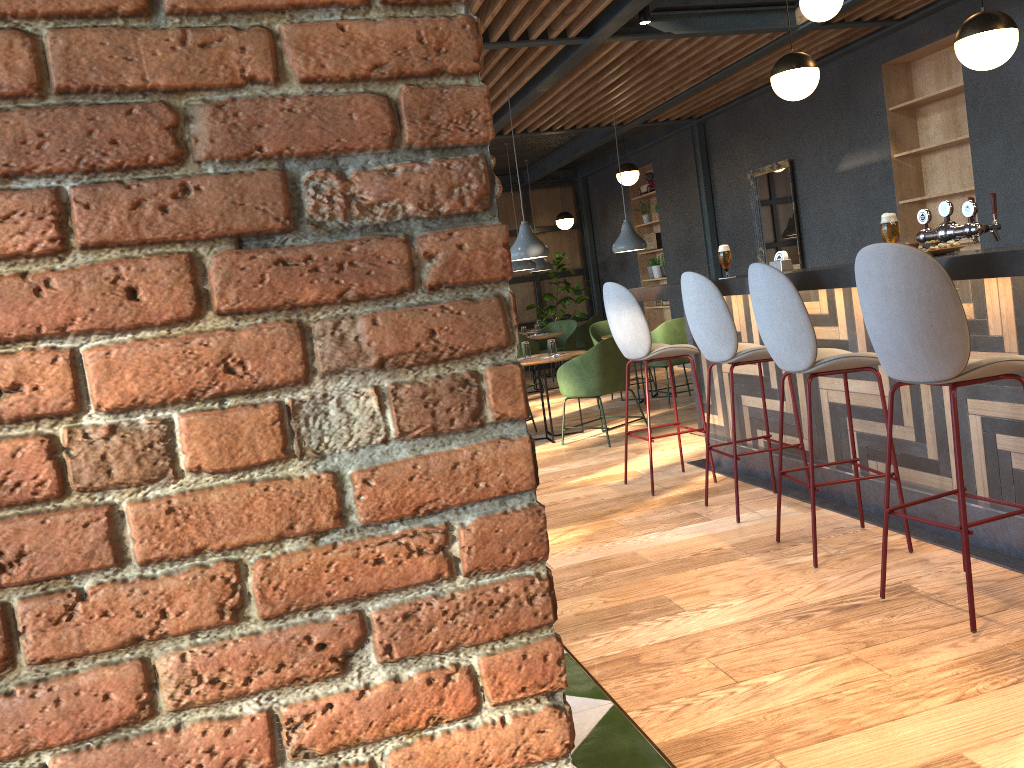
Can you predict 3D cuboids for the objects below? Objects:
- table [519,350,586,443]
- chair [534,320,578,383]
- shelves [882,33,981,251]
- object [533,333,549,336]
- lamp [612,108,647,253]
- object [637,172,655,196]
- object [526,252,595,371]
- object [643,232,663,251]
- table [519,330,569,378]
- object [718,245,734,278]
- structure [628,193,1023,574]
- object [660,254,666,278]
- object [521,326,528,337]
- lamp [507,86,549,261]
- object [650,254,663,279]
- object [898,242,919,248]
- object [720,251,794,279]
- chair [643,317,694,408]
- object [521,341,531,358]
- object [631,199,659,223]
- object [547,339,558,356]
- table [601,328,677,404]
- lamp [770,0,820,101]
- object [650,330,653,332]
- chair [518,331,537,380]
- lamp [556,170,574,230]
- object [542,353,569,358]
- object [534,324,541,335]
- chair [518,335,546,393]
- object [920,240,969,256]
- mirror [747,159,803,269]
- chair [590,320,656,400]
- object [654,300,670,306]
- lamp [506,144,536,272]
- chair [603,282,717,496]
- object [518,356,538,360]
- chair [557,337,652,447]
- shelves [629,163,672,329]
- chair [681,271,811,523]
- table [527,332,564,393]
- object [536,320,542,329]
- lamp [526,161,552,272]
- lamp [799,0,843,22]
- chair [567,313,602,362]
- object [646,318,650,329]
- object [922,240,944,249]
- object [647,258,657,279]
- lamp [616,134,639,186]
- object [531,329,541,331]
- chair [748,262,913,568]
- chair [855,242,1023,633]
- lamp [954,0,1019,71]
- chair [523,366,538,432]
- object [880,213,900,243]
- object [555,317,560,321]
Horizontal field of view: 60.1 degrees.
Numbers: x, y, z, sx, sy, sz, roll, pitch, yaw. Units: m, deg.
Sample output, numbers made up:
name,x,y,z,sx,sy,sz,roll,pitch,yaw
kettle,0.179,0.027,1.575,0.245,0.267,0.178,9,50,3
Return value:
name,x,y,z,sx,sy,sz,roll,pitch,yaw
table,0.278,0.115,7.491,0.806,0.685,0.811,-6,5,16
chair,0.582,-0.397,11.490,0.637,0.816,0.517,-5,5,35
shelves,3.442,-1.266,6.938,0.285,2.699,0.837,-8,3,-15
object,0.358,-0.623,11.152,0.242,0.019,0.158,-3,7,40
lamp,0.902,-3.568,8.882,0.352,4.479,0.354,-7,3,20
object,1.865,-2.722,12.028,0.204,0.284,0.517,-9,5,-15
object,0.778,-1.111,13.407,1.057,1.790,0.723,-8,3,-4
object,1.974,-1.952,12.119,0.199,0.240,0.341,-9,5,-20
table,0.540,-0.446,12.677,0.809,0.685,0.808,-9,5,-15
object,1.146,-0.660,4.753,0.070,0.177,0.070,-8,3,-11
structure,2.755,-0.196,3.769,2.922,1.392,4.928,-9,6,-15
object,2.047,-1.604,11.867,0.143,0.349,0.144,-8,3,2
object,0.149,-0.638,10.913,0.080,0.138,0.080,-6,4,23
lamp,-0.153,-3.269,7.326,0.352,4.479,0.354,-7,3,20
object,1.984,-1.609,12.098,0.213,0.328,0.233,-8,4,-9
object,1.567,-0.548,3.652,0.168,0.072,0.169,-7,5,5
object,1.410,-0.587,4.085,0.322,0.106,1.513,-9,6,-11
chair,1.573,-0.230,8.536,0.640,0.816,0.515,-9,4,-20
object,0.117,-0.293,7.556,0.080,0.138,0.080,-10,4,-33
object,1.859,-2.369,12.112,0.175,0.328,0.536,-10,6,-35
object,0.333,-0.303,7.366,0.080,0.138,0.080,-10,4,-33
table,1.356,-0.187,9.051,0.806,0.685,0.811,-4,6,34
lamp,1.384,-3.496,4.972,0.269,3.784,0.268,-8,3,-13
object,1.346,-0.525,8.882,0.243,0.019,0.158,-9,6,-16
chair,0.072,-0.466,12.843,0.514,0.816,0.641,-6,4,17
lamp,0.554,-4.170,13.097,0.268,3.784,0.269,-6,3,28
object,0.350,-0.236,7.344,0.157,0.019,0.244,-2,8,44
object,0.318,-0.684,11.143,0.080,0.138,0.080,-6,4,23
chair,0.018,-0.235,10.635,0.637,0.816,0.517,-5,4,30
object,1.583,-0.513,3.389,0.164,0.052,0.292,-8,6,-6
mirror,2.667,-1.667,8.960,0.061,1.083,0.769,-8,4,-15
chair,1.192,-0.291,9.638,0.639,0.816,0.515,-9,4,-15
object,2.043,-1.201,12.152,0.151,0.257,0.522,-9,5,-15
lamp,-0.167,-3.625,10.861,0.352,4.479,0.354,-7,3,20
chair,0.866,-0.019,5.273,0.508,1.240,0.418,-9,3,-15
object,0.123,-0.231,7.591,0.157,0.019,0.244,-2,8,44
chair,0.697,0.037,7.053,0.514,0.816,0.641,-4,6,45
shelves,2.038,-1.601,12.096,0.285,2.699,0.837,-8,3,-15
chair,1.183,0.017,4.502,0.508,1.240,0.419,-8,3,-9
table,0.294,-0.248,11.050,0.806,0.685,0.811,-5,5,27
object,0.389,-0.854,12.724,0.080,0.138,0.080,-10,5,-37
lamp,0.106,-3.828,12.502,0.352,4.479,0.354,-7,3,20
lamp,1.743,-4.194,5.565,0.268,3.784,0.268,-8,3,-9
chair,1.031,-0.558,12.481,0.514,0.816,0.641,-6,4,22
object,1.342,-0.594,8.904,0.080,0.138,0.080,-5,5,37
object,1.658,-0.539,3.505,0.078,0.060,0.108,-8,5,-7
object,1.965,-1.611,12.315,0.173,0.294,0.189,-11,5,-41
lamp,1.128,-4.206,10.322,0.269,3.784,0.268,-10,4,-43
object,0.384,-0.789,12.749,0.157,0.019,0.244,-4,7,30
chair,1.321,0.077,3.729,0.508,1.240,0.419,-8,3,-4
chair,1.481,0.120,2.981,0.509,1.240,0.418,-9,3,-19
lamp,1.997,-3.354,4.075,0.269,3.784,0.268,-9,3,-24
chair,-0.179,0.077,7.819,0.514,0.816,0.641,-4,5,40
object,1.440,-0.561,3.366,0.070,0.182,0.070,-7,3,6
object,0.645,-0.875,12.594,0.080,0.138,0.080,-8,4,-7
